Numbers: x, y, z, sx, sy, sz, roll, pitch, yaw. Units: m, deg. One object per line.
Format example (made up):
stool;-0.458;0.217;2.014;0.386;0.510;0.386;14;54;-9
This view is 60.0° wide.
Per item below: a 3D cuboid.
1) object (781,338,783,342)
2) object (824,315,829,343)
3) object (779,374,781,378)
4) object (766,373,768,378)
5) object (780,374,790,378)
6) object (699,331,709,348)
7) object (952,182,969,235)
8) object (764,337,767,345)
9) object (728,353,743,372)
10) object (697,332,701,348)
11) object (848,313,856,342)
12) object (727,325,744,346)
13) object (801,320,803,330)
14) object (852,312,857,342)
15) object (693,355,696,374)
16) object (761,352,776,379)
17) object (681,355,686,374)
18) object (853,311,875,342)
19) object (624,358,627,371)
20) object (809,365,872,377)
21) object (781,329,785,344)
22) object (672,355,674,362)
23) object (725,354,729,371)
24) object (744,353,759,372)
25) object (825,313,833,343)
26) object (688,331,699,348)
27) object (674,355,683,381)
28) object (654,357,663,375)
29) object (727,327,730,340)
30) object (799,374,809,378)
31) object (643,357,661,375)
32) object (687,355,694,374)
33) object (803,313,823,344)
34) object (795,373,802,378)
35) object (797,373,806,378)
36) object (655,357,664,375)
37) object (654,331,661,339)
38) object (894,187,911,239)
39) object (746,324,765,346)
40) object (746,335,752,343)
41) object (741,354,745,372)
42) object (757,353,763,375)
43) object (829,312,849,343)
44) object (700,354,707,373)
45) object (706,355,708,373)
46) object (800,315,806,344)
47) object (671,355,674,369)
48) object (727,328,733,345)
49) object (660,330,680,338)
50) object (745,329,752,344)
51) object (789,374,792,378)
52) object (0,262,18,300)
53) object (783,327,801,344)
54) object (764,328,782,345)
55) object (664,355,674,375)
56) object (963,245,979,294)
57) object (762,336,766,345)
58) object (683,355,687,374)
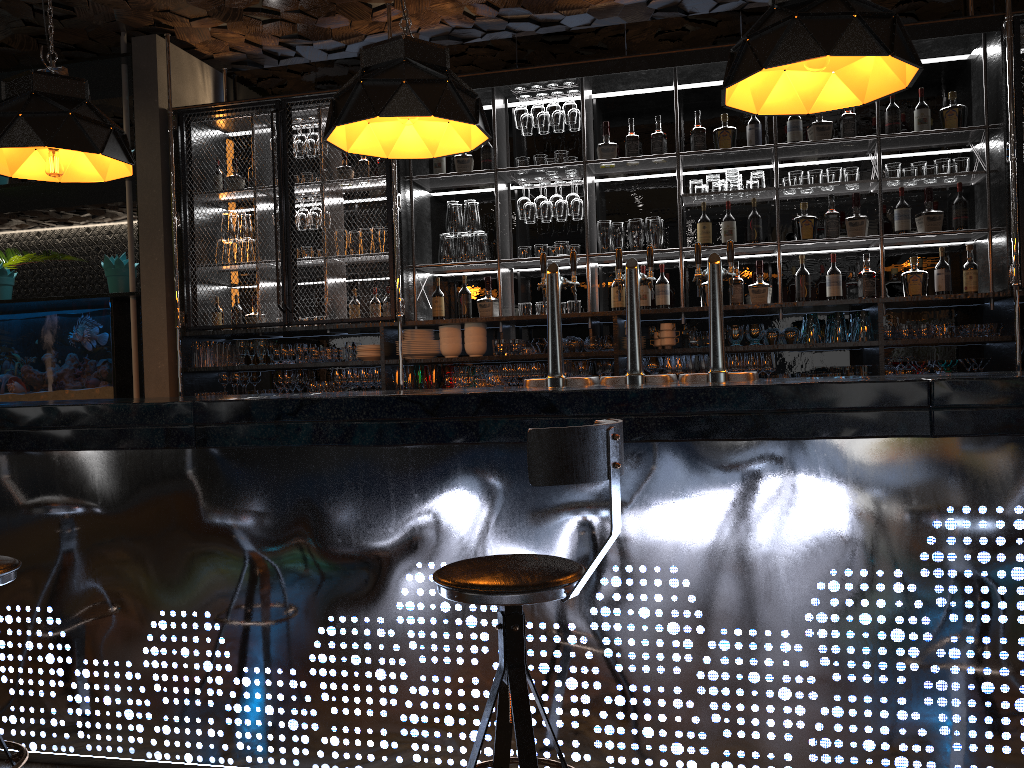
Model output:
object;1.669;-0.282;5.337;0.098;0.097;0.098;-2;1;0
object;1.909;-0.327;5.285;0.101;0.172;0.115;-2;1;18
object;1.647;-0.012;5.376;0.067;0.100;0.067;-2;1;6
object;1.564;-0.075;5.423;0.091;0.229;0.091;-2;1;11
object;1.591;-0.008;5.160;0.067;0.100;0.067;-2;1;6
object;1.144;-0.265;5.278;0.058;0.099;0.067;-2;1;-41
object;2.585;-1.014;5.115;0.086;0.299;0.086;-2;1;-28
object;1.545;-0.277;5.260;0.098;0.097;0.098;-2;1;-39
object;1.322;-0.065;5.245;0.091;0.229;0.091;-2;1;-29
object;1.133;-0.265;5.409;0.058;0.099;0.067;-2;1;16
object;2.044;-0.331;5.258;0.115;0.172;0.101;-2;1;23
object;1.321;-0.284;5.232;0.100;0.125;0.100;-2;1;-38
object;1.779;-0.323;5.320;0.115;0.172;0.101;-2;1;-2
object;2.023;-0.329;5.132;0.115;0.172;0.101;-2;1;-2
object;1.100;-0.060;5.403;0.049;0.231;0.049;-2;1;-40
object;1.505;-0.071;5.199;0.091;0.229;0.091;-2;1;-14
object;1.030;-0.060;5.405;0.058;0.234;0.058;-2;1;-44
object;1.990;-0.327;5.020;0.101;0.172;0.115;-1;1;43
object;0.736;-0.046;5.383;0.108;0.227;0.108;-2;1;5
object;1.919;-0.038;5.195;0.356;0.134;0.206;-2;1;21
object;1.641;-0.280;5.238;0.098;0.097;0.098;-2;1;38
object;0.978;-0.058;5.472;0.058;0.234;0.058;-2;1;-12
object;1.290;-0.065;5.369;0.091;0.229;0.091;-2;1;34
object;1.411;-0.068;5.223;0.091;0.229;0.091;-1;1;41
object;1.884;-0.325;5.168;0.101;0.172;0.115;-1;1;43
object;1.075;-0.262;5.254;0.067;0.099;0.058;-2;1;-31
object;0.999;-0.058;5.315;0.058;0.234;0.058;-2;1;17
object;0.878;-0.052;5.472;0.108;0.227;0.108;-2;1;-22
object;1.350;-0.286;5.351;0.100;0.125;0.100;-2;1;-29
object;1.692;-0.011;5.133;0.067;0.099;0.067;-2;1;-15
object;0.848;-0.050;5.357;0.108;0.227;0.108;-2;1;-16
object;1.063;-0.058;5.281;0.049;0.231;0.049;-2;1;25
object;1.722;-0.319;5.084;0.115;0.172;0.101;-1;1;43
object;1.740;-0.014;5.350;0.067;0.099;0.067;-2;1;-15
object;1.721;-0.013;5.255;0.067;0.099;0.067;-2;1;-15
object;0.906;-0.054;5.590;0.108;0.227;0.108;-2;1;-41
object;0.923;-0.289;5.463;0.094;0.069;0.105;-2;1;-10
object;2.284;-1.004;5.191;0.086;0.298;0.086;-2;1;-28
object;1.430;-0.287;5.208;0.108;0.126;0.108;-2;1;-42
object;1.458;-0.289;5.321;0.108;0.126;0.108;-2;1;8
object;1.383;-0.068;5.346;0.091;0.229;0.091;-2;1;-45
object;1.475;-0.071;5.323;0.091;0.229;0.091;-2;1;7
object;1.859;-0.323;5.042;0.115;0.172;0.101;-2;1;-2
object;1.136;-0.060;5.263;0.049;0.231;0.049;-2;1;9
object;1.173;-0.063;5.389;0.049;0.231;0.049;-2;1;21
object;1.745;-0.321;5.203;0.115;0.172;0.101;-2;1;23
object;0.963;-0.057;5.401;0.058;0.234;0.058;-2;1;36
object;1.375;-0.287;5.467;0.100;0.125;0.100;-2;1;27
object;0.948;-0.289;5.367;0.106;0.069;0.094;-2;1;-35
object;1.485;-0.291;5.441;0.108;0.126;0.108;-2;1;-15
object;1.631;-0.010;5.266;0.067;0.100;0.067;-2;1;6
object;-3.789;-0.740;6.532;0.265;0.325;0.245;-2;1;-23
object;1.619;-0.278;5.133;0.098;0.097;0.098;-2;1;-43
object;1.519;-0.275;5.162;0.098;0.097;0.098;-2;1;-7
object;0.941;-0.056;5.319;0.058;0.234;0.058;-2;1;-34
object;2.639;-0.650;5.105;0.080;0.299;0.080;-2;1;16
object;1.582;-0.280;5.437;0.098;0.097;0.098;-2;1;5
object;1.053;-0.061;5.491;0.058;0.234;0.058;-2;1;-10
